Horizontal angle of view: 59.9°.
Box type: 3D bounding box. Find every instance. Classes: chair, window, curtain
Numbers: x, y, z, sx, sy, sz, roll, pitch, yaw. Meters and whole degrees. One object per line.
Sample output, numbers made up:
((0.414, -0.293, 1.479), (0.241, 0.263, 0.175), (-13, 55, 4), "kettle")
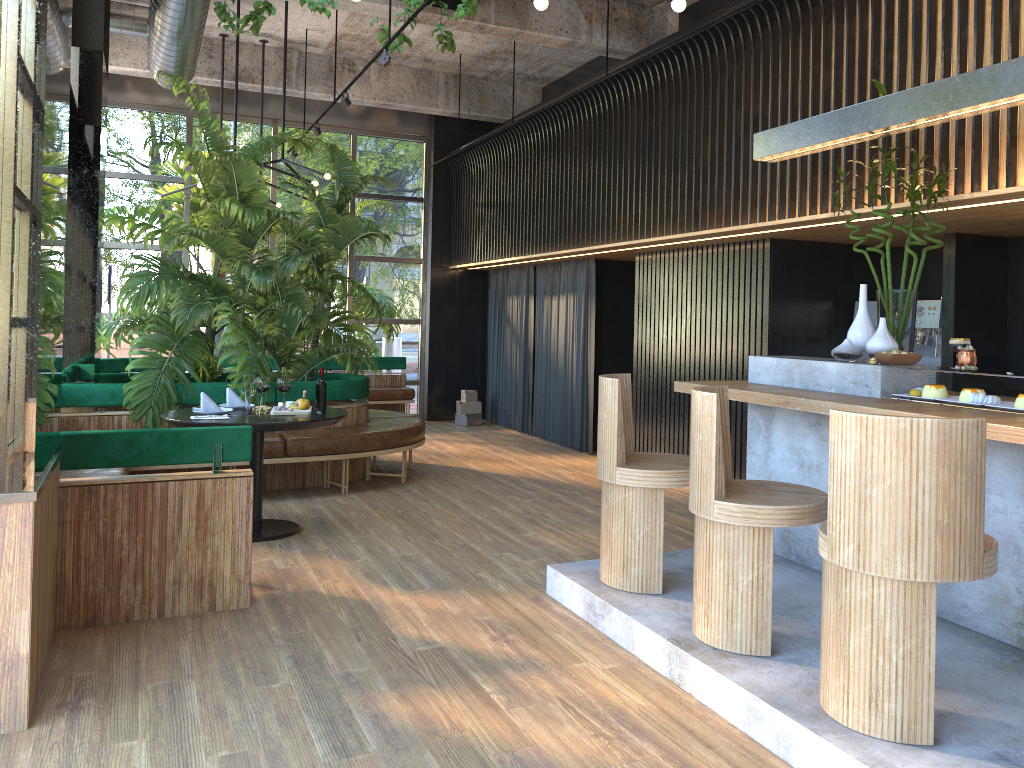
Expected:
((1.271, 0.566, 2.869), (0.549, 0.968, 0.546), (1, 1, -1), "chair")
((0.977, 0.511, 3.530), (0.522, 0.968, 0.573), (2, 1, 41), "chair")
((0.678, 0.451, 4.252), (0.560, 0.968, 0.535), (1, 1, -14), "chair")
((0.633, -1.996, 1.979), (4.300, 6.481, 19.655), (1, 4, -22), "window")
((0.249, -0.426, 10.530), (0.126, 2.055, 3.161), (1, 3, -23), "curtain")

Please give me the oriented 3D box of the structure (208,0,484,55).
((-1.103, -3.226, 6.773), (2.161, 1.514, 1.422), (1, 2, 4), "structure")

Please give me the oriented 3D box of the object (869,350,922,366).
((1.800, -0.126, 4.200), (0.196, 0.073, 0.224), (1, 4, -4), "object")

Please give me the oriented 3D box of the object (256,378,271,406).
((-1.651, 0.060, 5.873), (0.107, 0.200, 0.098), (1, 1, -35), "object")

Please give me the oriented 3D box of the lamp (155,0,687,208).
((1.780, -2.309, 2.795), (5.282, 1.819, 18.249), (0, 4, -23), "lamp")

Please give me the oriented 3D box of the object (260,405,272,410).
((-1.608, 0.156, 5.753), (0.101, 0.028, 0.125), (1, 4, -9), "object")

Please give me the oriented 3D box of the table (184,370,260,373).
((-3.074, 0.265, 9.110), (1.153, 0.749, 1.050), (-1, 4, -44), "table")

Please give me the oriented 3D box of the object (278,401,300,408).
((-1.431, 0.133, 5.793), (0.199, 0.038, 0.062), (2, 3, 8), "object")

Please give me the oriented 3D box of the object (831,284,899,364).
((1.777, -0.305, 4.447), (0.309, 0.397, 0.327), (2, 2, 25), "object")

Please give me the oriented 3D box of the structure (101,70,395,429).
((-2.297, -0.902, 7.763), (2.542, 3.432, 2.553), (0, 2, -39), "structure")

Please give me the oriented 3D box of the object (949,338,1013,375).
((2.055, -0.111, 3.655), (0.217, 0.134, 0.781), (0, 4, -16), "object")

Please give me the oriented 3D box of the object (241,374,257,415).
((-1.634, 0.065, 5.514), (0.097, 0.245, 0.088), (1, 0, -41), "object")

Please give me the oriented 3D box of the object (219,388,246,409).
((-1.815, 0.092, 5.882), (0.244, 0.138, 0.222), (-1, 4, -40), "object")

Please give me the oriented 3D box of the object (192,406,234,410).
((-1.949, 0.155, 5.737), (0.246, 0.019, 0.163), (3, 5, 25), "object")

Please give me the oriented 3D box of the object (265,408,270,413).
((-1.547, 0.166, 5.617), (0.033, 0.031, 0.039), (1, 2, 1), "object")

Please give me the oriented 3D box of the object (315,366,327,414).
((-1.215, 0.038, 5.646), (0.069, 0.299, 0.067), (1, 0, -8), "object")

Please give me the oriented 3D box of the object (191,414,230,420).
((-1.772, 0.193, 5.280), (0.265, 0.019, 0.152), (-1, 5, -25), "object")

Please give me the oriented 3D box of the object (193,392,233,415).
((-1.856, 0.119, 5.515), (0.244, 0.138, 0.222), (-1, 4, -40), "object")

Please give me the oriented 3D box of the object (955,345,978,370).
((1.994, -0.116, 3.899), (0.087, 0.106, 0.159), (2, 3, 23), "object")

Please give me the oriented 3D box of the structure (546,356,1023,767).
((4.182, 0.405, 2.767), (6.066, 1.726, 6.880), (0, 4, -24), "structure")

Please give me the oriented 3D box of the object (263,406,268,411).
((-1.580, 0.159, 5.699), (0.034, 0.032, 0.036), (0, 2, -26), "object")

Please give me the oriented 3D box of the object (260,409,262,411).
((-1.608, 0.168, 5.655), (0.034, 0.019, 0.037), (1, 3, -12), "object")

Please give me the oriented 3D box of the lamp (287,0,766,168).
((-0.745, -2.774, 6.168), (3.936, 1.528, 9.680), (0, 4, -26), "lamp")

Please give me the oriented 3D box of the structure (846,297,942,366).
((2.869, 0.160, 6.522), (0.570, 1.592, 0.809), (1, 0, -24), "structure")

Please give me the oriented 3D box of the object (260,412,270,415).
((-1.567, 0.179, 5.565), (0.064, 0.013, 0.143), (-1, 5, -29), "object")

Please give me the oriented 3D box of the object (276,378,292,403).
((-1.514, 0.062, 5.894), (0.107, 0.200, 0.098), (1, 1, -35), "object")

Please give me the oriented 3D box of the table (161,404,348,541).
((-1.612, 0.557, 5.594), (1.053, 0.749, 1.149), (3, 3, 35), "table")

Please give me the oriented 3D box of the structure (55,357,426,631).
((1.613, 0.463, 2.473), (6.262, 1.545, 19.418), (0, 5, -23), "structure")

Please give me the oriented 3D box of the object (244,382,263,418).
((-1.565, 0.096, 5.368), (0.104, 0.209, 0.107), (1, 1, 11), "object")

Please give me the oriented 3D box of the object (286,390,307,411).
((-1.358, 0.105, 5.622), (0.146, 0.123, 0.096), (-1, 2, -43), "object")

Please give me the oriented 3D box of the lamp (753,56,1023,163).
((3.827, -2.114, 2.746), (5.181, 2.128, 6.488), (-1, 4, -30), "lamp")

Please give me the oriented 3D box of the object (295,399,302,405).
((-1.413, 0.128, 5.906), (0.060, 0.072, 0.203), (0, 4, -33), "object")

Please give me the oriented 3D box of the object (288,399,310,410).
((-1.366, 0.127, 5.715), (0.162, 0.064, 0.099), (4, 4, 36), "object")

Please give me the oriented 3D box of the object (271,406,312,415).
((-1.413, 0.169, 5.698), (0.245, 0.019, 0.345), (0, 4, -14), "object")

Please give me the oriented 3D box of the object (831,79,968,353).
((1.949, -0.732, 4.509), (0.660, 1.547, 0.597), (1, 0, 14), "object")

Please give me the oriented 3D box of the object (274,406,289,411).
((-1.464, 0.154, 5.669), (0.105, 0.013, 0.215), (0, 4, -18), "object")

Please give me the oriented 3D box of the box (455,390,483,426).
((-0.553, 0.302, 11.403), (0.346, 0.441, 0.268), (0, 1, -35), "box")
